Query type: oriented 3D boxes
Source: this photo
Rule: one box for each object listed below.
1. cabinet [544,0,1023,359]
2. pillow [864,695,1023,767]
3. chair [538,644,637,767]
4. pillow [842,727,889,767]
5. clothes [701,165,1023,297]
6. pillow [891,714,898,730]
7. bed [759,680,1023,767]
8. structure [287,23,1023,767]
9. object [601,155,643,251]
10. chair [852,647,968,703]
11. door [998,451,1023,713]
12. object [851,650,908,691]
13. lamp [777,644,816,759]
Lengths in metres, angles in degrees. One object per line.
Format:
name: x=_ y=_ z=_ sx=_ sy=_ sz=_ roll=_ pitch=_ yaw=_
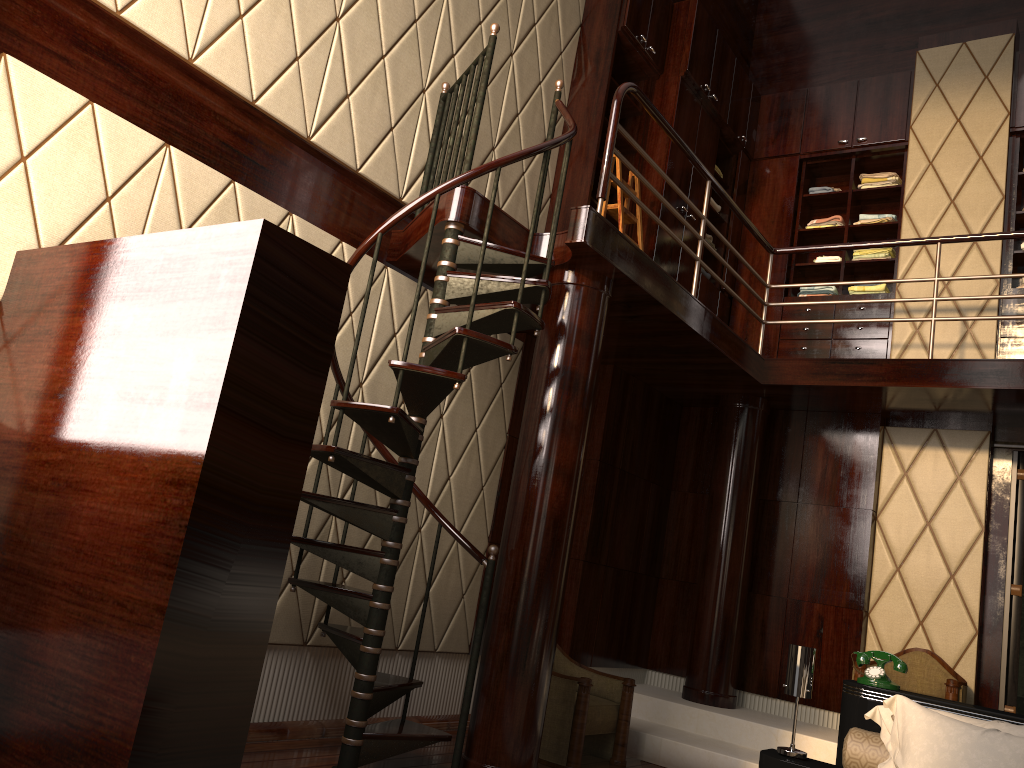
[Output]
cabinet: x=3.426 y=-1.155 z=4.753 sx=6.767 sy=2.432 sz=2.576 roll=1 pitch=-15 yaw=36
pillow: x=1.587 y=1.138 z=2.480 sx=1.322 sy=0.320 sz=0.685 roll=1 pitch=-15 yaw=37
chair: x=0.301 y=1.589 z=4.455 sx=0.462 sy=0.550 sz=0.571 roll=1 pitch=-15 yaw=36
pillow: x=1.741 y=1.298 z=2.716 sx=1.396 sy=0.167 sz=0.173 roll=1 pitch=-15 yaw=36
clothes: x=3.481 y=-1.005 z=5.581 sx=4.996 sy=0.954 sz=0.818 roll=3 pitch=-14 yaw=29
pillow: x=1.590 y=1.156 z=2.439 sx=1.123 sy=0.271 sz=0.293 roll=1 pitch=-15 yaw=36
bed: x=1.265 y=1.183 z=2.045 sx=1.985 sy=0.660 sz=2.381 roll=1 pitch=-15 yaw=36
structure: x=2.393 y=0.353 z=3.361 sx=6.107 sy=3.189 sz=3.750 roll=1 pitch=-15 yaw=36
object: x=0.681 y=-0.865 z=5.175 sx=0.258 sy=0.974 sz=0.275 roll=1 pitch=-15 yaw=36
chair: x=2.193 y=1.729 z=4.879 sx=0.571 sy=0.550 sz=0.462 roll=1 pitch=-15 yaw=36
door: x=3.542 y=1.379 z=5.116 sx=1.435 sy=1.820 sz=0.828 roll=2 pitch=-15 yaw=34
object: x=1.395 y=1.081 z=3.371 sx=0.158 sy=0.131 sz=0.178 roll=10 pitch=-12 yaw=-1
lamp: x=1.053 y=1.165 z=3.270 sx=0.106 sy=0.385 sz=0.109 roll=-1 pitch=-16 yaw=43
